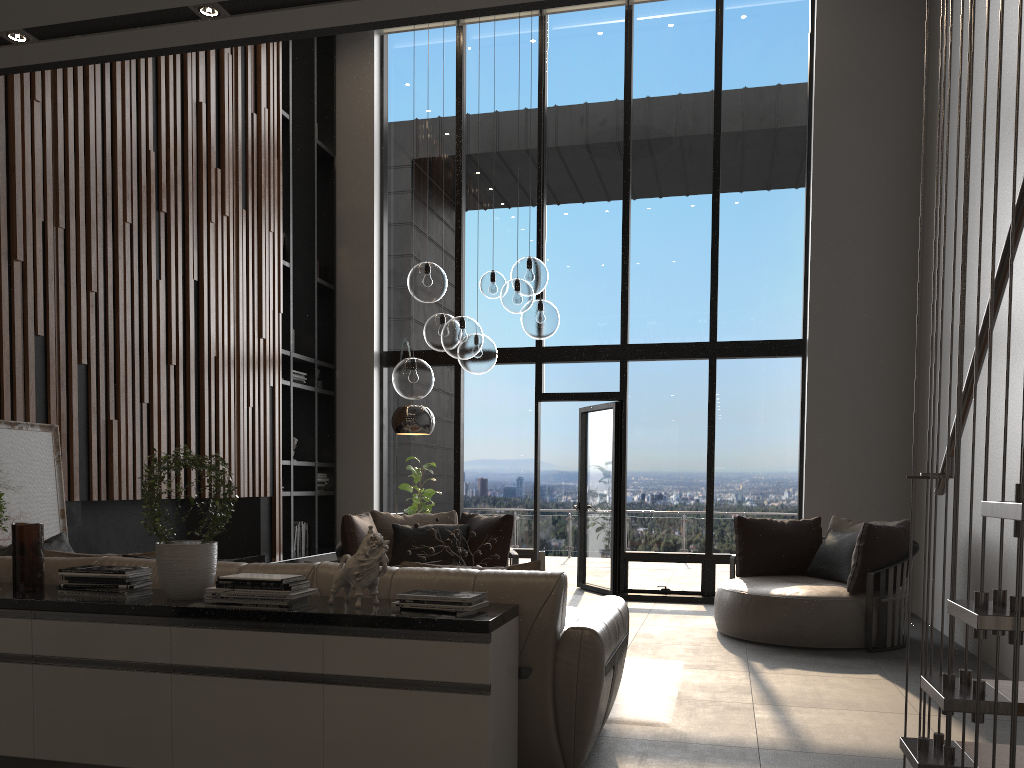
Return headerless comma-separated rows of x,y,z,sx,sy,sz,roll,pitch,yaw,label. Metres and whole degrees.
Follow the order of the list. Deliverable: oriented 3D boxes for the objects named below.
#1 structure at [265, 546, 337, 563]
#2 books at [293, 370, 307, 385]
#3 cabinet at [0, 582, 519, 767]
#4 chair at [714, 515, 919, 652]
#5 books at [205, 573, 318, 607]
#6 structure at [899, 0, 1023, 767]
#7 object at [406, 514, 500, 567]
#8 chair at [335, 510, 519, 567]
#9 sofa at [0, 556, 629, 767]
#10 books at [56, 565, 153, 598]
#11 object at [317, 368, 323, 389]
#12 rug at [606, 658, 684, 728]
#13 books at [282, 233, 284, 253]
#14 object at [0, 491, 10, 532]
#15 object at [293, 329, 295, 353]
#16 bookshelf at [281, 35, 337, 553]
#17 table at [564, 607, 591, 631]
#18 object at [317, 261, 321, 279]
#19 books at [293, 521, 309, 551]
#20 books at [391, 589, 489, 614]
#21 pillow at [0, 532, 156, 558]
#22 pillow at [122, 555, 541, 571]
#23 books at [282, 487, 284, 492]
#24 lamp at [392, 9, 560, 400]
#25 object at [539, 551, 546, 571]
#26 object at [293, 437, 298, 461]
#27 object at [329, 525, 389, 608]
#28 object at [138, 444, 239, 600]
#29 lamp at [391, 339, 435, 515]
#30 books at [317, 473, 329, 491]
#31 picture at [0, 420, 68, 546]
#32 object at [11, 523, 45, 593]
-2.647,1.580,6.121,0.667,0.458,6.557,0,-6,14,structure
-2.166,-0.053,8.539,0.219,0.128,0.324,0,-5,13,books
-2.465,-0.453,0.532,3.619,3.246,6.224,0,-5,14,cabinet
2.308,1.469,6.693,1.444,0.901,1.486,-2,-5,30,chair
-0.901,0.741,3.154,0.348,0.100,0.194,-1,-5,14,books
1.293,-1.732,0.649,1.178,6.070,3.592,1,0,14,structure
-0.367,1.080,5.264,0.542,0.605,0.316,1,1,-15,object
-0.701,1.495,7.147,1.482,0.901,1.447,-3,-5,40,chair
-1.035,1.215,4.389,3.243,0.820,1.883,-1,-5,14,sofa
-1.536,0.748,3.313,0.325,0.099,0.205,-1,-5,14,books
-2.010,-0.050,8.999,0.059,0.234,0.188,1,-1,17,object
-0.186,1.711,5.124,2.297,0.020,1.614,-1,-7,13,rug
-2.256,-1.292,8.026,0.185,0.300,0.368,1,-3,14,books
-2.136,0.606,3.458,0.272,0.409,0.309,1,-1,-26,object
-2.171,-0.399,8.516,0.104,0.261,0.103,0,1,-6,object
-2.172,-1.027,8.475,0.338,5.335,1.451,1,2,14,bookshelf
-0.185,1.553,5.246,1.452,0.355,0.901,-1,-5,14,table
-2.026,-1.147,9.018,0.102,0.231,0.101,0,1,-2,object
-2.167,1.504,8.670,0.174,0.288,0.333,1,-2,14,books
-0.242,0.747,3.012,0.294,0.054,0.184,-2,-6,18,books
-2.105,1.015,4.254,1.385,0.548,0.762,-5,-6,44,pillow
-0.782,0.971,3.823,1.940,0.501,0.543,-1,-3,13,pillow
-2.281,0.958,8.100,0.219,0.078,0.324,-1,-6,13,books
-0.182,-2.386,5.065,1.231,5.016,1.224,1,2,11,lamp
0.087,1.153,5.005,0.316,0.399,0.320,0,-1,33,object
-2.178,0.639,8.562,0.138,0.245,0.136,0,1,-36,object
-0.540,0.641,3.086,0.207,0.291,0.135,0,1,33,object
-1.201,0.508,3.233,0.385,0.578,0.215,1,2,-5,object
-0.877,0.797,7.316,0.320,2.339,2.034,0,-1,-10,lamp
-2.072,1.011,9.036,0.218,0.190,0.375,0,-5,14,books
-2.716,0.699,4.785,0.101,1.001,0.729,1,0,14,picture
-1.882,0.673,3.405,0.109,0.269,0.108,1,2,19,object
